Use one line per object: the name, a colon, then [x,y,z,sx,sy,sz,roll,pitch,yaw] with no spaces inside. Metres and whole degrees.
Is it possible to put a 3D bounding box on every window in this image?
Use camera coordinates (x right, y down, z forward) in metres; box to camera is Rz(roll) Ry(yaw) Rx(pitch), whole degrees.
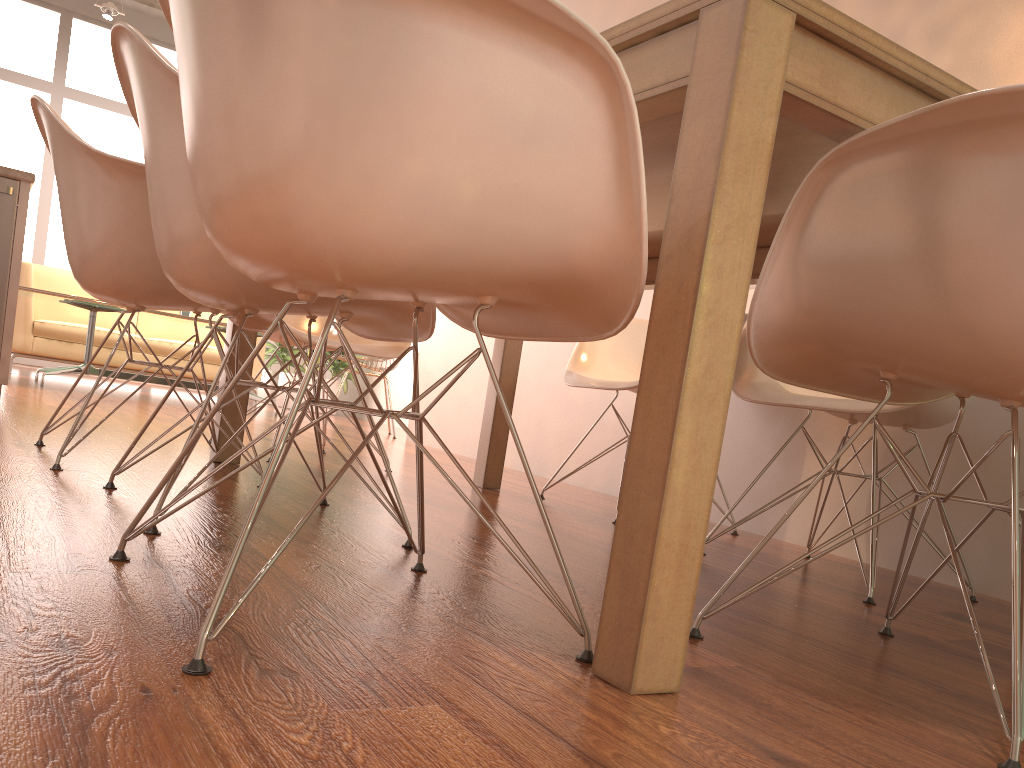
window: [-5.802,-2.100,6.696,8.584,3.298,0.061,9,3,-32]

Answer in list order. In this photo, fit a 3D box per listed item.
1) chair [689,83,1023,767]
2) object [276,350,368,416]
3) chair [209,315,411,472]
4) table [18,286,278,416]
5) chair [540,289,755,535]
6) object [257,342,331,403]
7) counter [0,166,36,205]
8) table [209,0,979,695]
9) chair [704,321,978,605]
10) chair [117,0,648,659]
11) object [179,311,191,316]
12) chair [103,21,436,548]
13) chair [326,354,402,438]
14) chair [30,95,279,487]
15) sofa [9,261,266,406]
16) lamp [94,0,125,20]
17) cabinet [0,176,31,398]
chair: [0.693,0.010,1.203,0.685,0.866,0.639,8,2,-37]
object: [-1.643,-0.795,7.819,0.968,2.117,1.073,8,3,-19]
chair: [-0.758,-0.157,3.318,0.639,0.866,0.685,11,3,43]
table: [-2.329,-0.176,5.943,1.876,0.562,0.934,10,0,-32]
chair: [0.535,0.038,3.049,0.644,0.866,0.680,8,2,-32]
object: [-2.007,-0.836,8.384,1.082,2.117,0.960,8,3,-14]
counter: [-1.566,-1.427,2.468,3.225,1.354,3.050,9,-1,-32]
table: [0.088,-0.034,2.119,1.029,0.813,2.061,9,-1,-32]
chair: [0.937,0.078,2.272,0.644,0.866,0.680,7,3,-42]
chair: [-0.209,-0.139,1.143,0.644,0.853,0.680,7,2,-37]
object: [-2.155,-0.734,5.924,0.298,0.593,0.368,7,3,-37]
chair: [-0.508,-0.162,1.768,0.644,0.866,0.680,7,2,-37]
chair: [-0.920,-0.132,5.789,0.561,0.906,0.540,8,3,-12]
chair: [-0.953,-0.215,2.319,0.644,0.866,0.680,7,2,-37]
sofa: [-2.965,-0.385,7.023,1.806,0.842,0.873,9,1,-32]
lamp: [-3.237,-3.203,7.147,0.133,0.485,0.198,11,4,26]
cabinet: [-1.863,-1.095,1.645,1.919,2.287,4.220,8,0,-32]
